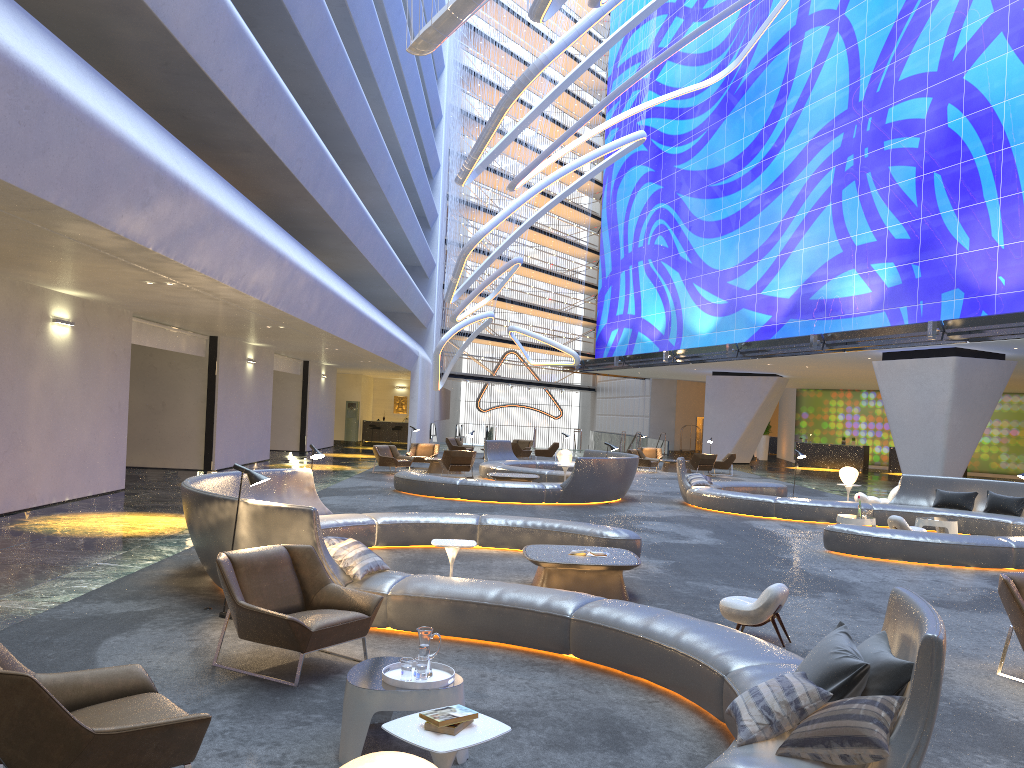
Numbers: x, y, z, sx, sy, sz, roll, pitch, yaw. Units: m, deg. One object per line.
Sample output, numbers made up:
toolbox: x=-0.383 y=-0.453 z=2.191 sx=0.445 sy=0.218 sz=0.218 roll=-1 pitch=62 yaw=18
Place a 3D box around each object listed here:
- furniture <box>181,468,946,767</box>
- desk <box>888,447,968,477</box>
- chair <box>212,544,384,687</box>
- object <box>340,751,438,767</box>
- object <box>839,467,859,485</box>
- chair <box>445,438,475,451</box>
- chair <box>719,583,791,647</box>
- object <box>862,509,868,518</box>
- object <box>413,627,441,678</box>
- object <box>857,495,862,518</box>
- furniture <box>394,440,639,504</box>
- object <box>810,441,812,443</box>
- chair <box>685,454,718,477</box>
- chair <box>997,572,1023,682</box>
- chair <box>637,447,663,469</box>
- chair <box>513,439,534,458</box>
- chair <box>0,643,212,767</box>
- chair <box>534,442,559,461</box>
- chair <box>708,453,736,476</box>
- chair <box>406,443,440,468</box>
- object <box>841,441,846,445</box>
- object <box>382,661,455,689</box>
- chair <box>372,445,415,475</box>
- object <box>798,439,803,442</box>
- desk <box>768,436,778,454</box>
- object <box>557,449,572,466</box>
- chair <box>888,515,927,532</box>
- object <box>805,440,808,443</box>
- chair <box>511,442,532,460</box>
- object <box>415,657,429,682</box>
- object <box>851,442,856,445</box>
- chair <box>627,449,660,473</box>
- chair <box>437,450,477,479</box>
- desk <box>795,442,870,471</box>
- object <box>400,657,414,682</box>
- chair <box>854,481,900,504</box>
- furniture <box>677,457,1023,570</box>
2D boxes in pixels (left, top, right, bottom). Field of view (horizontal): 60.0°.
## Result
furniture: x=-0.690 y=1.521 z=7.330 sx=5.186 sy=0.969 sz=9.930 roll=3 pitch=-2 yaw=-4
desk: x=17.868 y=3.335 z=38.097 sx=2.975 sy=1.097 sz=0.814 roll=1 pitch=-1 yaw=36
chair: x=-1.527 y=1.581 z=6.195 sx=0.938 sy=0.766 sz=0.930 roll=2 pitch=-1 yaw=32
object: x=-0.292 y=1.088 z=2.104 sx=0.367 sy=0.387 sz=0.318 roll=3 pitch=-1 yaw=-19
object: x=7.229 y=1.971 z=19.040 sx=0.367 sy=0.387 sz=0.318 roll=3 pitch=-1 yaw=-19
chair: x=-2.015 y=2.457 z=33.908 sx=0.938 sy=0.766 sz=0.930 roll=2 pitch=-1 yaw=24
chair: x=2.061 y=1.919 z=7.512 sx=0.586 sy=0.501 sz=0.491 roll=2 pitch=-1 yaw=34
object: x=5.689 y=2.089 z=14.290 sx=0.071 sy=0.118 sz=0.151 roll=3 pitch=-1 yaw=9
object: x=-0.455 y=1.429 z=4.724 sx=0.131 sy=0.252 sz=0.103 roll=3 pitch=0 yaw=-18
object: x=5.573 y=1.962 z=14.198 sx=0.066 sy=0.356 sz=0.076 roll=3 pitch=0 yaw=-34
furniture: x=0.900 y=2.083 z=22.390 sx=5.183 sy=0.969 sz=9.935 roll=2 pitch=-2 yaw=16
object: x=13.398 y=2.602 z=39.756 sx=0.072 sy=0.070 sz=0.073 roll=2 pitch=-1 yaw=34
chair: x=6.307 y=2.696 z=29.590 sx=0.930 sy=0.766 sz=0.938 roll=3 pitch=-1 yaw=-17
chair: x=4.197 y=1.853 z=6.556 sx=0.930 sy=0.766 sz=0.938 roll=3 pitch=-1 yaw=-22
chair: x=5.076 y=2.741 z=32.706 sx=0.929 sy=0.766 sz=0.939 roll=3 pitch=-1 yaw=5
chair: x=0.326 y=2.615 z=35.485 sx=0.929 sy=0.766 sz=0.939 roll=2 pitch=-1 yaw=26
chair: x=-1.916 y=1.488 z=3.873 sx=0.939 sy=0.766 sz=0.929 roll=4 pitch=-1 yaw=-41
chair: x=1.328 y=2.615 z=34.091 sx=0.938 sy=0.766 sz=0.930 roll=3 pitch=-1 yaw=1
chair: x=7.311 y=2.787 z=30.983 sx=0.938 sy=0.766 sz=0.930 roll=2 pitch=-1 yaw=8
chair: x=-2.702 y=2.201 z=26.972 sx=0.929 sy=0.766 sz=0.939 roll=3 pitch=-1 yaw=5
object: x=14.555 y=2.590 z=38.900 sx=0.150 sy=0.145 sz=0.150 roll=2 pitch=-1 yaw=33
object: x=-0.494 y=1.536 z=4.684 sx=0.381 sy=0.038 sz=0.381 roll=3 pitch=-2 yaw=-9
chair: x=-3.320 y=2.093 z=24.512 sx=0.938 sy=0.766 sz=0.930 roll=2 pitch=-1 yaw=32
object: x=13.031 y=2.554 z=40.006 sx=0.149 sy=0.150 sz=0.149 roll=2 pitch=-1 yaw=34
desk: x=16.232 y=3.819 z=55.319 sx=2.975 sy=1.097 sz=0.814 roll=1 pitch=-1 yaw=38
object: x=1.273 y=1.777 z=21.425 sx=0.367 sy=0.387 sz=0.318 roll=3 pitch=-1 yaw=6
chair: x=6.616 y=2.343 z=14.206 sx=1.786 sy=0.501 sz=0.585 roll=4 pitch=-2 yaw=-37
object: x=13.234 y=2.579 z=39.868 sx=0.107 sy=0.108 sz=0.111 roll=2 pitch=-1 yaw=34
chair: x=0.120 y=2.510 z=32.542 sx=0.939 sy=0.766 sz=0.929 roll=3 pitch=-1 yaw=-39
object: x=-0.472 y=1.492 z=4.629 sx=0.071 sy=0.118 sz=0.071 roll=3 pitch=0 yaw=-33
object: x=14.904 y=2.599 z=38.689 sx=0.150 sy=0.145 sz=0.150 roll=2 pitch=-1 yaw=33
chair: x=4.457 y=2.633 z=30.246 sx=0.938 sy=0.766 sz=0.930 roll=2 pitch=-1 yaw=32
chair: x=-1.470 y=2.156 z=23.856 sx=0.930 sy=0.766 sz=0.938 roll=3 pitch=-1 yaw=-17
desk: x=14.223 y=3.212 z=39.428 sx=2.975 sy=1.097 sz=0.814 roll=1 pitch=-1 yaw=38
object: x=-0.548 y=1.488 z=4.602 sx=0.071 sy=0.118 sz=0.071 roll=3 pitch=0 yaw=-18
chair: x=7.688 y=2.334 z=18.264 sx=1.156 sy=0.882 sz=0.729 roll=2 pitch=-1 yaw=18
furniture: x=6.571 y=2.159 z=16.790 sx=5.186 sy=0.969 sz=9.929 roll=3 pitch=-2 yaw=-9
